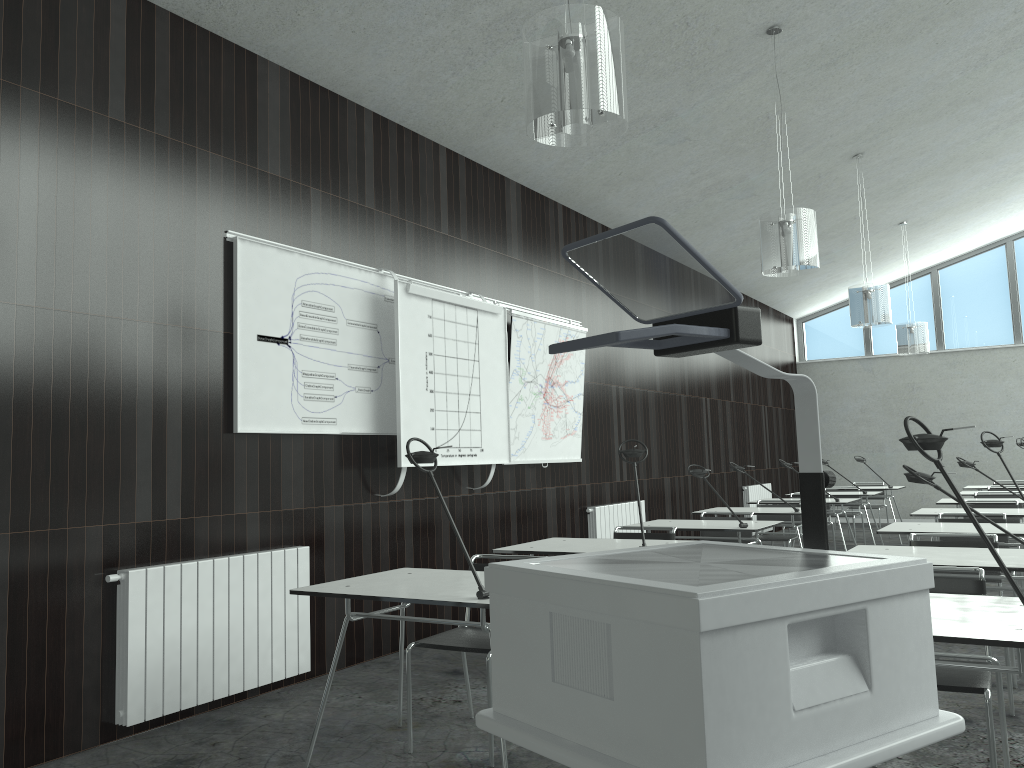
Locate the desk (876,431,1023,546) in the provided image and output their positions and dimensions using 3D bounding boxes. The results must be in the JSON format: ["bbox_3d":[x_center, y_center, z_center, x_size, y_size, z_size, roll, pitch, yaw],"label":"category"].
[{"bbox_3d":[2.602,0.964,5.024,0.900,1.321,0.700,-5,-6,31],"label":"desk"}]

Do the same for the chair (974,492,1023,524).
[{"bbox_3d":[4.313,1.453,7.808,0.428,0.765,0.555,-5,-6,27],"label":"chair"}]

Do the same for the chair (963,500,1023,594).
[{"bbox_3d":[3.566,1.359,6.581,0.428,0.765,0.555,-5,-6,31],"label":"chair"}]

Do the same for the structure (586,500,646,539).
[{"bbox_3d":[0.930,1.517,7.795,0.079,0.688,1.129,-5,-6,31],"label":"structure"}]

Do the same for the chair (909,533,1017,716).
[{"bbox_3d":[2.007,1.161,3.994,0.428,0.765,0.555,-5,-6,27],"label":"chair"}]

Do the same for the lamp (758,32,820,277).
[{"bbox_3d":[1.729,-1.665,5.673,0.350,1.761,0.359,-5,-6,31],"label":"lamp"}]

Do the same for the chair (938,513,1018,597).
[{"bbox_3d":[2.776,1.261,5.296,0.428,0.765,0.555,-4,-6,26],"label":"chair"}]

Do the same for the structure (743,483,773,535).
[{"bbox_3d":[3.202,1.803,11.534,0.079,0.688,1.129,-5,-6,31],"label":"structure"}]

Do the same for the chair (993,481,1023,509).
[{"bbox_3d":[5.829,1.644,10.307,0.428,0.765,0.555,-5,-6,29],"label":"chair"}]

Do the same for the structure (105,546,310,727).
[{"bbox_3d":[-1.341,1.231,4.057,0.079,0.688,1.129,-5,-6,31],"label":"structure"}]

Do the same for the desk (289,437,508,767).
[{"bbox_3d":[-0.259,0.890,3.324,0.900,1.321,0.700,-5,-6,30],"label":"desk"}]

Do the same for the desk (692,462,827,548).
[{"bbox_3d":[1.982,1.261,7.069,0.900,1.153,0.700,-5,-6,30],"label":"desk"}]

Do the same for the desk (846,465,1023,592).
[{"bbox_3d":[1.877,0.947,3.728,0.900,1.153,0.700,-5,-6,31],"label":"desk"}]

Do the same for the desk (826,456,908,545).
[{"bbox_3d":[4.266,1.544,10.780,0.900,1.153,0.700,-5,-6,31],"label":"desk"}]

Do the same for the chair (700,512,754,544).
[{"bbox_3d":[1.404,1.374,6.044,0.428,0.765,0.555,-5,-6,33],"label":"chair"}]

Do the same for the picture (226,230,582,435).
[{"bbox_3d":[-0.371,-0.165,5.909,0.050,1.102,3.818,-5,-6,31],"label":"picture"}]

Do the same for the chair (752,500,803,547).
[{"bbox_3d":[2.200,1.480,7.413,0.428,0.765,0.555,-5,-6,30],"label":"chair"}]

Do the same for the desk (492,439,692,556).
[{"bbox_3d":[0.457,0.988,4.596,0.900,1.321,0.700,-5,-6,29],"label":"desk"}]

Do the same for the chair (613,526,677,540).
[{"bbox_3d":[0.673,1.291,4.934,0.428,0.765,0.555,-5,-6,29],"label":"chair"}]

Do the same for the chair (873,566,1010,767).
[{"bbox_3d":[1.330,1.073,2.847,0.428,0.765,0.555,-5,-6,28],"label":"chair"}]

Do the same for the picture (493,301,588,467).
[{"bbox_3d":[0.261,0.036,6.799,0.163,1.342,1.211,-5,-6,31],"label":"picture"}]

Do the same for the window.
[{"bbox_3d":[7.707,-2.139,12.674,7.052,3.041,0.010,-5,-6,31],"label":"window"}]

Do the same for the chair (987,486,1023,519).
[{"bbox_3d":[5.067,1.541,8.975,0.428,0.765,0.555,-4,-6,25],"label":"chair"}]

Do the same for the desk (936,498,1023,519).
[{"bbox_3d":[4.099,1.234,7.462,0.900,1.153,0.700,-5,-6,29],"label":"desk"}]

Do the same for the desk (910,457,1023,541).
[{"bbox_3d":[3.342,1.141,6.241,0.900,1.153,0.700,-5,-6,31],"label":"desk"}]

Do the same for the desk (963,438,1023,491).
[{"bbox_3d":[5.603,1.342,9.974,0.900,1.321,0.700,-5,-6,31],"label":"desk"}]

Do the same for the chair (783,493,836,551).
[{"bbox_3d":[2.851,1.566,8.531,0.428,0.765,0.555,-5,-6,27],"label":"chair"}]

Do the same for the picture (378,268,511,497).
[{"bbox_3d":[-0.418,0.002,5.598,0.254,1.508,1.191,-5,-6,31],"label":"picture"}]

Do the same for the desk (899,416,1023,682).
[{"bbox_3d":[1.105,0.771,2.514,0.900,1.321,0.700,-5,-6,31],"label":"desk"}]

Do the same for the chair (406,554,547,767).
[{"bbox_3d":[-0.110,1.184,3.559,0.428,0.765,0.555,-5,-6,29],"label":"chair"}]

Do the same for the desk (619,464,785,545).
[{"bbox_3d":[1.255,1.163,5.802,0.900,1.153,0.700,-5,-6,31],"label":"desk"}]

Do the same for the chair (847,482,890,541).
[{"bbox_3d":[4.415,1.755,11.023,0.428,0.765,0.555,-5,-6,31],"label":"chair"}]

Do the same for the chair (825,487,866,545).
[{"bbox_3d":[3.638,1.664,9.817,0.428,0.765,0.555,-5,-6,29],"label":"chair"}]

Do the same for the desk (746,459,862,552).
[{"bbox_3d":[2.746,1.355,8.303,0.900,1.153,0.700,-5,-6,31],"label":"desk"}]

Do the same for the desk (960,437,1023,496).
[{"bbox_3d":[4.893,1.243,8.703,0.900,1.321,0.700,-5,-6,31],"label":"desk"}]

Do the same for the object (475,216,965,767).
[{"bbox_3d":[0.360,0.540,1.524,0.680,1.639,0.559,2,-7,-35],"label":"object"}]

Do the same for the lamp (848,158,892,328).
[{"bbox_3d":[3.258,-1.472,8.191,0.350,1.761,0.359,-5,-6,31],"label":"lamp"}]

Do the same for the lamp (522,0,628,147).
[{"bbox_3d":[0.199,-1.857,3.156,0.350,1.761,0.359,-5,-6,31],"label":"lamp"}]

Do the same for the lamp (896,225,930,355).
[{"bbox_3d":[4.788,-1.280,10.708,0.350,1.761,0.359,-5,-6,31],"label":"lamp"}]

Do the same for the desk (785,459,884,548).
[{"bbox_3d":[3.473,1.449,9.534,0.900,1.153,0.700,-5,-6,29],"label":"desk"}]
